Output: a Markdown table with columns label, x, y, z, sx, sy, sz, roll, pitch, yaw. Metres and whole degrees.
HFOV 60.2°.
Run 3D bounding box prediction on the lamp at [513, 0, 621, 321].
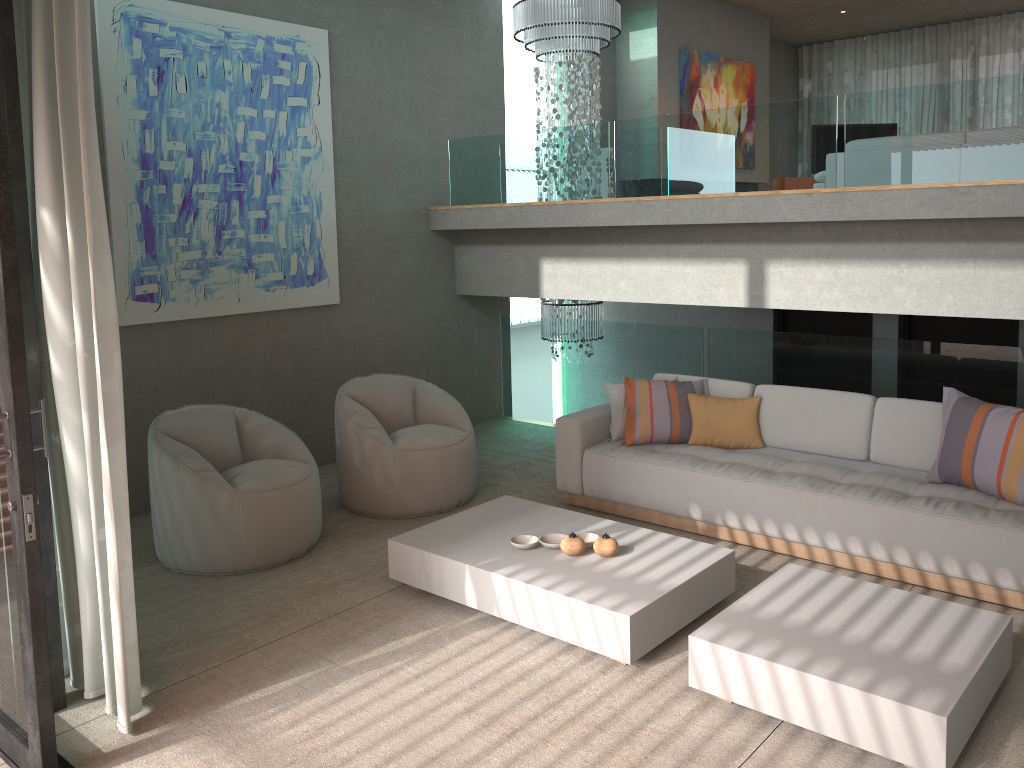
| label | x | y | z | sx | sy | sz | roll | pitch | yaw |
| --- | --- | --- | --- | --- | --- | --- | --- | --- | --- |
| lamp | 0.539 | -2.179 | 8.339 | 1.000 | 3.907 | 1.008 | 1 | 6 | 21 |

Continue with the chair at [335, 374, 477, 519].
| label | x | y | z | sx | sy | sz | roll | pitch | yaw |
| --- | --- | --- | --- | --- | --- | --- | --- | --- | --- |
| chair | -0.704 | 0.371 | 5.887 | 0.924 | 0.781 | 0.927 | -5 | 9 | -25 |

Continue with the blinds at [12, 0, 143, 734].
| label | x | y | z | sx | sy | sz | roll | pitch | yaw |
| --- | --- | --- | --- | --- | --- | --- | --- | --- | --- |
| blinds | -2.281 | -0.312 | 3.873 | 2.432 | 2.899 | 0.224 | 5 | 8 | 41 |

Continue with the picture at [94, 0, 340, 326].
| label | x | y | z | sx | sy | sz | roll | pitch | yaw |
| --- | --- | --- | --- | --- | --- | --- | --- | --- | --- |
| picture | -1.922 | -1.502 | 6.056 | 0.030 | 2.032 | 1.732 | 3 | 9 | 41 |

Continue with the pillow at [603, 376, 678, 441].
| label | x | y | z | sx | sy | sz | roll | pitch | yaw |
| --- | --- | --- | --- | --- | --- | --- | --- | --- | --- |
| pillow | 0.877 | 0.186 | 5.840 | 0.618 | 0.417 | 0.314 | -3 | 7 | -12 |

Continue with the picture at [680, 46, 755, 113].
| label | x | y | z | sx | sy | sz | roll | pitch | yaw |
| --- | --- | --- | --- | --- | --- | --- | --- | --- | --- |
| picture | 2.401 | -3.137 | 10.197 | 0.030 | 1.239 | 1.763 | 3 | 10 | 41 |

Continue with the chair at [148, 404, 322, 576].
| label | x | y | z | sx | sy | sz | roll | pitch | yaw |
| --- | --- | --- | --- | --- | --- | --- | --- | --- | --- |
| chair | -1.566 | 0.546 | 5.038 | 0.924 | 0.781 | 0.928 | 7 | 12 | 44 |

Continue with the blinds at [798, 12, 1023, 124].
| label | x | y | z | sx | sy | sz | roll | pitch | yaw |
| --- | --- | --- | --- | --- | --- | --- | --- | --- | --- |
| blinds | 5.641 | -3.397 | 11.797 | 3.860 | 2.706 | 0.224 | 6 | 9 | 41 |

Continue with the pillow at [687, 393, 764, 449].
| label | x | y | z | sx | sy | sz | roll | pitch | yaw |
| --- | --- | --- | --- | --- | --- | --- | --- | --- | --- |
| pillow | 1.325 | 0.233 | 5.540 | 0.463 | 0.322 | 0.228 | -1 | 7 | 4 |

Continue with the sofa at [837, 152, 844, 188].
| label | x | y | z | sx | sy | sz | roll | pitch | yaw |
| --- | --- | --- | --- | --- | --- | --- | --- | --- | --- |
| sofa | 3.956 | -1.477 | 6.592 | 3.258 | 0.857 | 0.981 | 7 | 12 | 41 |

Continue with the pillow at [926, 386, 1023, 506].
| label | x | y | z | sx | sy | sz | roll | pitch | yaw |
| --- | --- | --- | --- | --- | --- | --- | --- | --- | --- |
| pillow | 2.426 | 0.322 | 4.459 | 0.312 | 0.490 | 0.742 | -5 | 9 | -25 |

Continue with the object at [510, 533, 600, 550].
| label | x | y | z | sx | sy | sz | roll | pitch | yaw |
| --- | --- | --- | --- | --- | --- | --- | --- | --- | --- |
| object | 0.210 | 0.765 | 4.266 | 0.437 | 0.039 | 0.156 | -2 | 10 | -3 |

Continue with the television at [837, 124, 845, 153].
| label | x | y | z | sx | sy | sz | roll | pitch | yaw |
| --- | --- | --- | --- | --- | --- | --- | --- | --- | --- |
| television | 3.847 | -2.622 | 9.929 | 0.960 | 0.579 | 0.191 | -2 | 6 | -3 |

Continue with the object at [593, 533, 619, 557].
| label | x | y | z | sx | sy | sz | roll | pitch | yaw |
| --- | --- | --- | --- | --- | --- | --- | --- | --- | --- |
| object | 0.439 | 0.749 | 4.130 | 0.119 | 0.105 | 0.120 | -4 | 8 | -14 |

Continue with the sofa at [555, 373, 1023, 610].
| label | x | y | z | sx | sy | sz | roll | pitch | yaw |
| --- | --- | --- | --- | --- | --- | --- | --- | --- | --- |
| sofa | 1.906 | 0.481 | 4.910 | 3.471 | 0.746 | 1.056 | 7 | 12 | 41 |

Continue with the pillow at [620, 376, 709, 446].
| label | x | y | z | sx | sy | sz | roll | pitch | yaw |
| --- | --- | --- | --- | --- | --- | --- | --- | --- | --- |
| pillow | 0.981 | 0.171 | 5.670 | 0.655 | 0.438 | 0.343 | -2 | 7 | -5 |

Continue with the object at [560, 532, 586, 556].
| label | x | y | z | sx | sy | sz | roll | pitch | yaw |
| --- | --- | --- | --- | --- | --- | --- | --- | --- | --- |
| object | 0.286 | 0.749 | 4.153 | 0.120 | 0.105 | 0.120 | -9 | 11 | -44 |
